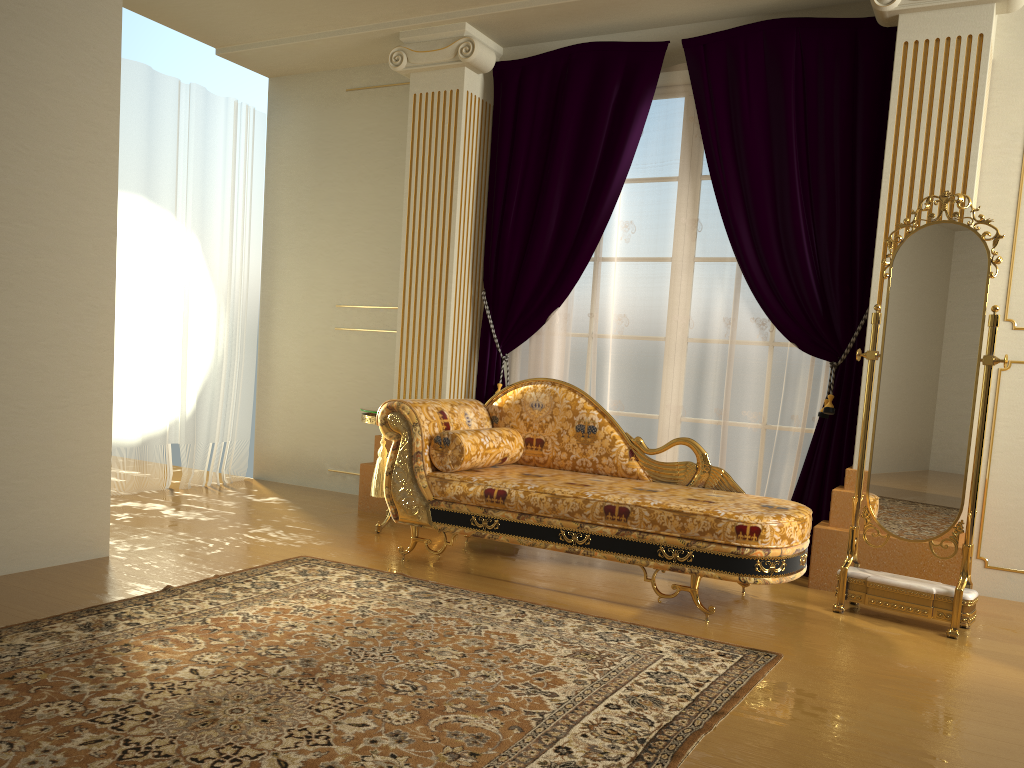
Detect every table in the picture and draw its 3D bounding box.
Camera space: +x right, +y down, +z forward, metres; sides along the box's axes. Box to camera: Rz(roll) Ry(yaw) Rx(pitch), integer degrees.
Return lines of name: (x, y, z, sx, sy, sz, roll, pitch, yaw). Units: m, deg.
table: (-0.549, 0.466, 4.795, 0.572, 0.646, 0.568, 3, 4, -16)

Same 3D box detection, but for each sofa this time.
sofa: (0.325, 0.426, 3.861, 1.888, 0.876, 0.692, 5, 4, 28)

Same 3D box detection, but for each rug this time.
rug: (-0.742, 0.821, 2.146, 2.111, 0.017, 3.075, 4, 1, 29)

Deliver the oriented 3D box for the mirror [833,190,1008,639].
mirror: (1.617, 0.103, 3.480, 0.539, 1.709, 0.243, 8, 6, 38)

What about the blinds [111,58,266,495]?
blinds: (-2.229, -0.587, 5.132, 0.163, 2.519, 2.162, 7, 5, 31)

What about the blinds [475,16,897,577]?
blinds: (0.785, -0.452, 4.658, 2.228, 2.667, 0.338, 6, 5, 29)
